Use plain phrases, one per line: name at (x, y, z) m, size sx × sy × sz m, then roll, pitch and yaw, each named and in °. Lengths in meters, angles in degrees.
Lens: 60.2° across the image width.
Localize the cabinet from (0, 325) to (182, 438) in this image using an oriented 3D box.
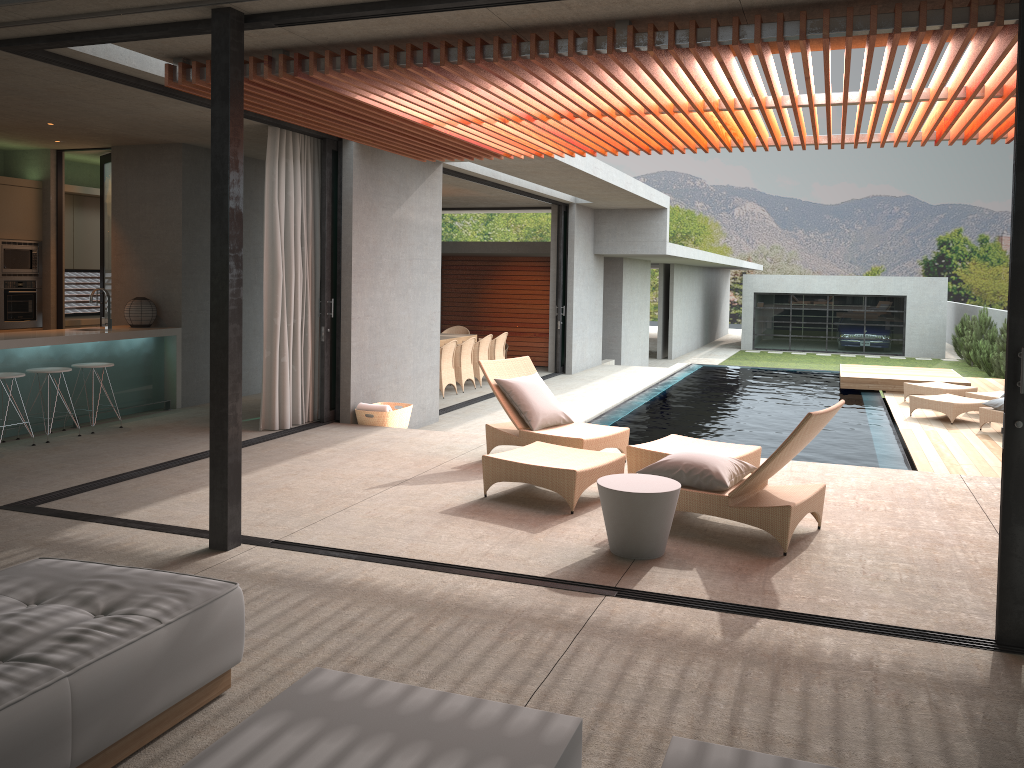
cabinet at (-4.775, 0.020, 8.078) m, size 0.801 × 0.895 × 4.142 m, roll 3°, pitch 7°, yaw 20°

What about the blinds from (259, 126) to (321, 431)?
blinds at (-2.196, -1.048, 8.852) m, size 0.230 × 2.924 × 0.888 m, roll 2°, pitch 3°, yaw 16°

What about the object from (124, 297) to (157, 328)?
object at (-4.129, -0.798, 9.824) m, size 0.340 × 0.333 × 0.342 m, roll 2°, pitch 5°, yaw 11°

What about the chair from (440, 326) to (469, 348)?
chair at (-1.136, -0.660, 16.766) m, size 0.618 × 0.860 × 0.632 m, roll 2°, pitch 4°, yaw 20°

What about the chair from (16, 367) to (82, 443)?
chair at (-4.191, 0.178, 8.002) m, size 0.382 × 0.622 × 0.383 m, roll 2°, pitch 4°, yaw 20°

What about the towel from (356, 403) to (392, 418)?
towel at (-1.401, 0.352, 9.233) m, size 0.369 × 0.310 × 0.310 m, roll 3°, pitch 5°, yaw 20°

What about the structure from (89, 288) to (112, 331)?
structure at (-4.309, -0.781, 9.215) m, size 0.258 × 0.440 × 0.097 m, roll 2°, pitch 3°, yaw 20°

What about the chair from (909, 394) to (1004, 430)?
chair at (6.278, 0.164, 11.410) m, size 0.700 × 0.823 × 2.308 m, roll -1°, pitch 7°, yaw -20°

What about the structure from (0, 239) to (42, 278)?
structure at (-5.915, -1.459, 10.329) m, size 0.460 × 0.435 × 0.599 m, roll 3°, pitch 6°, yaw 20°

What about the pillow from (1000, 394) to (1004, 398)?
pillow at (7.181, 0.006, 12.256) m, size 0.608 × 0.425 × 0.429 m, roll -1°, pitch 5°, yaw -22°

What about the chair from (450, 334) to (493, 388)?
chair at (-0.651, -0.412, 14.792) m, size 0.630 × 0.860 × 0.620 m, roll 2°, pitch 4°, yaw 20°

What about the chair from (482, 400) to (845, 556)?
chair at (0.925, 0.446, 5.836) m, size 2.300 × 0.824 × 0.702 m, roll 5°, pitch 6°, yaw 35°

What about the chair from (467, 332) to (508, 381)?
chair at (-0.397, -0.492, 15.486) m, size 0.630 × 0.860 × 0.620 m, roll 2°, pitch 4°, yaw 20°

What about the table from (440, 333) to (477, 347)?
table at (-1.801, -0.382, 14.813) m, size 1.281 × 0.753 × 3.274 m, roll 3°, pitch 7°, yaw 20°

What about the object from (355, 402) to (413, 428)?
object at (-1.355, 0.392, 9.377) m, size 0.446 × 0.299 × 0.683 m, roll 3°, pitch 6°, yaw 19°

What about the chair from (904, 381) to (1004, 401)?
chair at (6.900, -0.016, 12.971) m, size 0.700 × 0.823 × 2.307 m, roll -1°, pitch 7°, yaw -21°

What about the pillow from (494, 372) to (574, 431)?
pillow at (0.195, 0.146, 7.634) m, size 0.428 × 0.425 × 0.610 m, roll 5°, pitch 6°, yaw 38°

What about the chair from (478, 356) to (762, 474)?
chair at (0.792, 0.283, 7.159) m, size 2.301 × 0.824 × 0.702 m, roll 6°, pitch 6°, yaw 39°

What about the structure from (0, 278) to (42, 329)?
structure at (-5.906, -0.951, 10.341) m, size 0.497 × 0.578 × 0.599 m, roll 2°, pitch 5°, yaw 20°

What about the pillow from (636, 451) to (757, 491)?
pillow at (1.180, 0.534, 5.617) m, size 0.595 × 0.193 × 0.597 m, roll 5°, pitch 8°, yaw 31°

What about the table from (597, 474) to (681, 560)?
table at (0.717, 0.757, 5.032) m, size 0.475 × 0.392 × 0.477 m, roll 1°, pitch 5°, yaw 2°

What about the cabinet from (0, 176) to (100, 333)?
cabinet at (-5.832, -0.927, 8.854) m, size 1.967 × 2.554 × 7.509 m, roll 2°, pitch 7°, yaw 20°

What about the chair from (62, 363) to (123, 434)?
chair at (-4.020, 0.123, 8.477) m, size 0.382 × 0.622 × 0.383 m, roll 2°, pitch 4°, yaw 20°

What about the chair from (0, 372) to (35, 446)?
chair at (-4.360, 0.232, 7.534) m, size 0.382 × 0.622 × 0.383 m, roll 2°, pitch 4°, yaw 20°

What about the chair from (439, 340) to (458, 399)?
chair at (-1.157, -0.253, 13.403) m, size 0.630 × 0.860 × 0.620 m, roll 2°, pitch 4°, yaw 20°

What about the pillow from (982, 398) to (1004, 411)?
pillow at (6.360, 0.261, 11.084) m, size 0.595 × 0.193 × 0.597 m, roll -2°, pitch 7°, yaw -24°

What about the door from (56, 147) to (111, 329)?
door at (-3.587, 0.129, 4.959) m, size 5.772 × 4.453 × 15.419 m, roll 0°, pitch 7°, yaw -8°

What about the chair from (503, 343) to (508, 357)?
chair at (-0.429, -0.533, 20.664) m, size 0.631 × 0.860 × 0.619 m, roll -2°, pitch 5°, yaw -40°

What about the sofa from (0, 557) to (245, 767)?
sofa at (-1.712, 0.798, 2.662) m, size 1.013 × 0.730 × 1.604 m, roll 3°, pitch 6°, yaw 20°

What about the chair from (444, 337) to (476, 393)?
chair at (-0.904, -0.332, 14.098) m, size 0.630 × 0.860 × 0.620 m, roll 2°, pitch 4°, yaw 20°
